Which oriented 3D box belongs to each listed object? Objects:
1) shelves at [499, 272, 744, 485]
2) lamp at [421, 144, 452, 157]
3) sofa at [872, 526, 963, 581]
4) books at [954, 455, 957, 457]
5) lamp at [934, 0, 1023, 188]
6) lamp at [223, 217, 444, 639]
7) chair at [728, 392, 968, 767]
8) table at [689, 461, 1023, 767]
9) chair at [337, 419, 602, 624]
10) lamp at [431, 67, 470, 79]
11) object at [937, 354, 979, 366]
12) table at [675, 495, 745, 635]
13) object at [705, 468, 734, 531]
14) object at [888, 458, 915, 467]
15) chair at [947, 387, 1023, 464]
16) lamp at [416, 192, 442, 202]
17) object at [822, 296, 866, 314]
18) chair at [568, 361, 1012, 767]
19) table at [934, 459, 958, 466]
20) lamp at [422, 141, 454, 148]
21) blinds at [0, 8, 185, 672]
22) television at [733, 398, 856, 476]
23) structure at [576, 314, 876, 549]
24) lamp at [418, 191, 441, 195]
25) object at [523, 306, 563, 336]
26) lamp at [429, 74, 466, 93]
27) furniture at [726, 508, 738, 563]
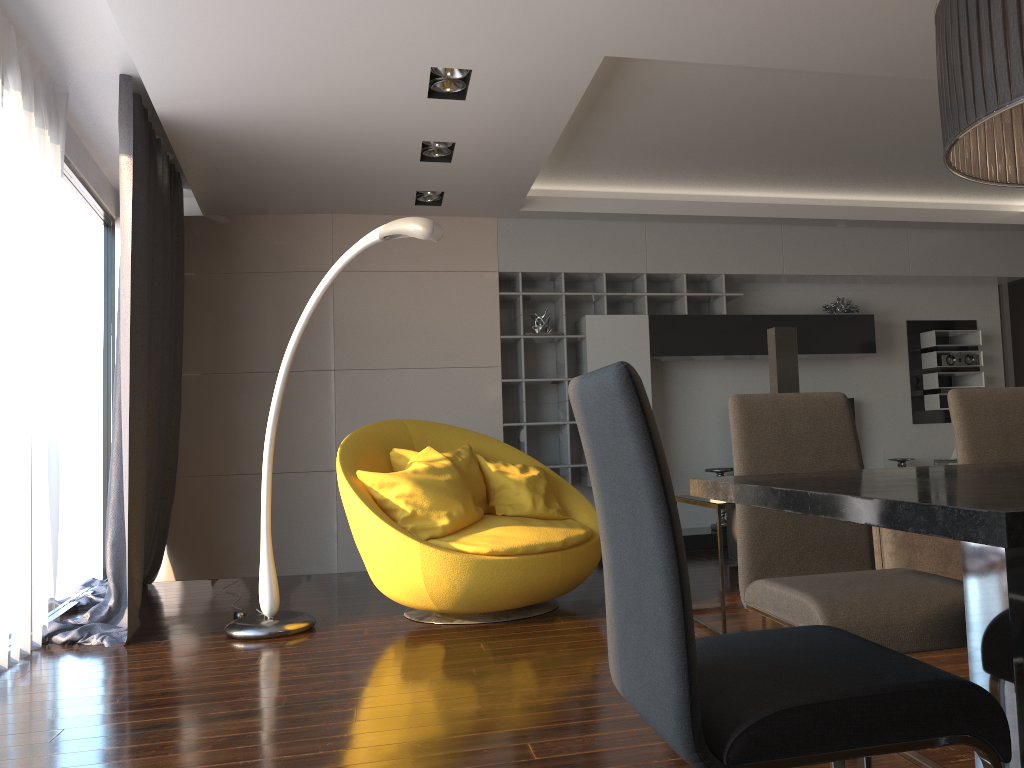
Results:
[{"bbox_3d":[0.858,-0.031,6.806,1.971,1.601,0.369,-1,-4,-14],"label":"shelves"},{"bbox_3d":[-0.437,-1.349,5.064,0.177,0.077,0.176,-2,-4,1],"label":"lamp"},{"bbox_3d":[2.688,0.716,4.816,2.499,0.704,2.720,-2,-4,-1],"label":"sofa"},{"bbox_3d":[3.942,0.603,7.446,0.302,0.011,0.266,-5,-5,38],"label":"books"},{"bbox_3d":[1.243,-1.041,1.737,0.786,1.103,0.822,-3,-4,13],"label":"lamp"},{"bbox_3d":[-1.498,0.346,4.977,0.611,1.780,4.026,1,-5,-30],"label":"lamp"},{"bbox_3d":[0.839,0.488,2.211,0.438,0.965,0.559,-1,-4,-10],"label":"chair"},{"bbox_3d":[1.277,0.537,1.636,1.641,0.760,1.015,-1,-4,-12],"label":"table"},{"bbox_3d":[-0.183,0.661,4.608,1.602,1.006,1.074,2,-5,-45],"label":"chair"},{"bbox_3d":[-0.279,-1.427,3.957,0.182,0.077,0.171,-1,-4,-16],"label":"lamp"},{"bbox_3d":[3.839,-0.203,7.578,0.369,0.094,0.070,-1,-4,-14],"label":"object"},{"bbox_3d":[1.057,0.799,4.031,0.461,0.563,0.587,-1,-4,-10],"label":"table"},{"bbox_3d":[1.628,0.894,6.836,0.248,0.475,0.231,0,-4,-19],"label":"object"},{"bbox_3d":[3.256,0.862,7.325,0.225,0.482,0.213,-1,-4,-17],"label":"object"},{"bbox_3d":[1.536,0.473,2.383,0.438,0.965,0.559,-1,-4,-10],"label":"chair"},{"bbox_3d":[-0.570,-1.283,5.998,0.177,0.077,0.176,-2,-4,1],"label":"lamp"},{"bbox_3d":[2.741,-0.639,7.326,0.330,0.177,0.316,-1,-4,-11],"label":"object"},{"bbox_3d":[0.417,0.453,1.428,0.586,0.965,0.417,-1,-4,-12],"label":"chair"},{"bbox_3d":[3.967,0.909,7.409,0.615,0.563,0.440,-1,-4,-12],"label":"table"},{"bbox_3d":[-0.412,-1.361,4.890,0.175,0.077,0.179,-3,-4,8],"label":"lamp"},{"bbox_3d":[-1.602,-0.360,2.489,0.773,2.895,7.241,-1,-4,-16],"label":"blinds"},{"bbox_3d":[2.307,0.489,7.244,1.129,0.715,0.140,-1,-4,-14],"label":"television"},{"bbox_3d":[1.994,0.343,7.005,2.957,1.767,0.468,-1,-4,-14],"label":"structure"},{"bbox_3d":[-0.545,-1.296,5.824,0.175,0.077,0.179,-3,-4,8],"label":"lamp"},{"bbox_3d":[0.215,-0.464,6.625,0.291,0.227,0.278,-1,-4,-11],"label":"object"},{"bbox_3d":[-0.304,-1.414,4.131,0.177,0.077,0.176,-2,-4,1],"label":"lamp"},{"bbox_3d":[1.939,0.910,5.382,1.103,0.440,1.088,-2,-4,-1],"label":"furniture"}]
